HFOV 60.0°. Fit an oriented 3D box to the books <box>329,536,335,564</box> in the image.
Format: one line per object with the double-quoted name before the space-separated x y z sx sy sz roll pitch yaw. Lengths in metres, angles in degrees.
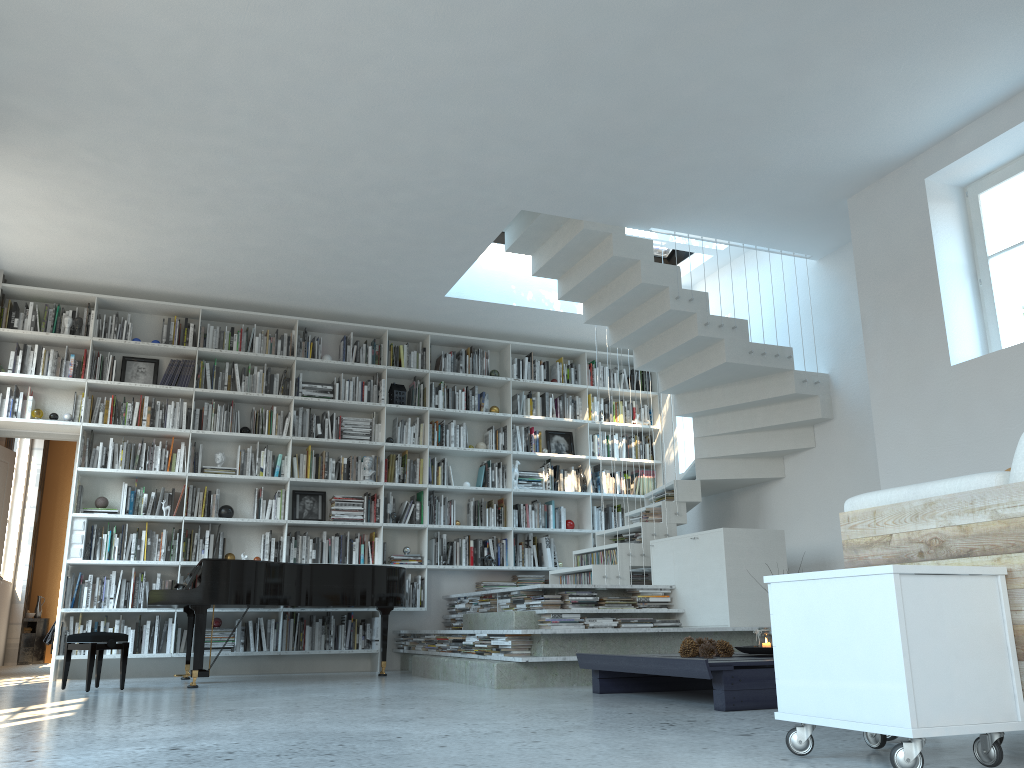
"books" -1.618 1.498 7.945 0.025 0.254 0.136 5 -16 -21

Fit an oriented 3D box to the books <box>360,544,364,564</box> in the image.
"books" -1.366 1.547 8.001 0.023 0.182 0.169 5 -16 -21

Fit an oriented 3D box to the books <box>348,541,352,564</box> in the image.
"books" -1.472 1.527 7.969 0.024 0.206 0.183 5 -16 -21

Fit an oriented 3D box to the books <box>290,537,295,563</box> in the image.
"books" -1.942 1.469 7.786 0.027 0.233 0.168 5 -16 -21

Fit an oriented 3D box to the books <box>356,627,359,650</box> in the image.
"books" -1.380 2.242 7.825 0.024 0.190 0.155 5 -16 -21

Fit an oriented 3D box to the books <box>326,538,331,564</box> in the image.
"books" -1.639 1.500 7.919 0.031 0.236 0.159 5 -16 -21

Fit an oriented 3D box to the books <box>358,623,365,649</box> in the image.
"books" -1.336 2.229 7.848 0.028 0.227 0.162 5 -16 -21

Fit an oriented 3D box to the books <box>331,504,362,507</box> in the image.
"books" -1.507 1.118 8.075 0.254 0.012 0.161 6 -17 -24

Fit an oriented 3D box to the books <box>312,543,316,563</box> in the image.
"books" -1.766 1.508 7.842 0.029 0.183 0.175 5 -16 -21

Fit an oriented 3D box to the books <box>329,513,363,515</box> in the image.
"books" -1.508 1.189 8.061 0.285 0.012 0.160 5 -16 -20

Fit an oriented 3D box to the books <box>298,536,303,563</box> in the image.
"books" -1.879 1.475 7.837 0.024 0.247 0.132 5 -16 -21

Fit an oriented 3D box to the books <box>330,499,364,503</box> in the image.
"books" -1.509 1.071 8.090 0.285 0.012 0.160 5 -16 -19

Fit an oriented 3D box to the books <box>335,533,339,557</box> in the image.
"books" -1.575 1.486 7.963 0.014 0.285 0.135 5 -16 -21

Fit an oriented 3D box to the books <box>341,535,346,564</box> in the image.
"books" -1.527 1.494 7.953 0.028 0.263 0.162 5 -16 -21

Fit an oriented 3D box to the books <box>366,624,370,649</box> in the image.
"books" -1.293 2.234 7.848 0.029 0.217 0.191 5 -16 -21

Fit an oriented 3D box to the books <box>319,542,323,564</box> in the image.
"books" -1.704 1.509 7.873 0.023 0.196 0.165 5 -16 -21

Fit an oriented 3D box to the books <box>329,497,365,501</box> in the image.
"books" -1.506 1.058 8.087 0.285 0.012 0.160 7 -17 -26

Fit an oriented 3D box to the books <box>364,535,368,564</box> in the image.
"books" -1.338 1.511 8.036 0.026 0.271 0.175 5 -16 -21

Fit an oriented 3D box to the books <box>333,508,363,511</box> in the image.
"books" -1.505 1.152 8.063 0.254 0.012 0.161 7 -17 -26

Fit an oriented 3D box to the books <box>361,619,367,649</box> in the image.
"books" -1.315 2.215 7.851 0.013 0.255 0.177 5 -16 -21

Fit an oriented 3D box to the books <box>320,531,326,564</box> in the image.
"books" -1.687 1.469 7.906 0.026 0.291 0.152 5 -16 -21

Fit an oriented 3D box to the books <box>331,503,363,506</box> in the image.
"books" -1.507 1.106 8.077 0.254 0.012 0.161 7 -17 -25

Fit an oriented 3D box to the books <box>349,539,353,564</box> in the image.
"books" -1.459 1.518 7.989 0.014 0.234 0.154 5 -16 -21

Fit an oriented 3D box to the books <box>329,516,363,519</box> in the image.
"books" -1.505 1.220 8.044 0.285 0.012 0.160 4 -16 -16

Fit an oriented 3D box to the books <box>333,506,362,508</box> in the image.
"books" -1.507 1.130 8.073 0.254 0.012 0.161 5 -16 -18

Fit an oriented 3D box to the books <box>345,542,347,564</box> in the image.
"books" -1.509 1.530 7.968 0.021 0.202 0.128 5 -16 -21

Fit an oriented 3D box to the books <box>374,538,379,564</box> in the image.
"books" -1.245 1.528 8.053 0.033 0.245 0.176 5 -16 -21

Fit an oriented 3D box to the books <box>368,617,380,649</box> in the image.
"books" -1.220 2.200 7.825 0.038 0.268 0.278 5 -16 -21

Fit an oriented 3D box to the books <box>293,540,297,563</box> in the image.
"books" -1.922 1.486 7.803 0.024 0.207 0.170 5 -16 -21

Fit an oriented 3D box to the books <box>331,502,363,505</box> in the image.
"books" -1.508 1.094 8.082 0.254 0.012 0.161 6 -17 -24

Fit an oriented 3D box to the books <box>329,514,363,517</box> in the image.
"books" -1.509 1.201 8.061 0.285 0.012 0.160 5 -17 -21

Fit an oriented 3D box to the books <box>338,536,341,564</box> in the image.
"books" -1.561 1.502 7.957 0.011 0.251 0.158 5 -16 -21

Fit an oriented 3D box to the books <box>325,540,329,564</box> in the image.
"books" -1.666 1.507 7.914 0.025 0.220 0.140 5 -16 -21

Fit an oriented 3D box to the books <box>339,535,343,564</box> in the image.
"books" -1.547 1.496 7.953 0.010 0.260 0.181 5 -16 -21

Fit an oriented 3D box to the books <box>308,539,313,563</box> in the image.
"books" -1.792 1.491 7.841 0.023 0.217 0.175 5 -16 -21

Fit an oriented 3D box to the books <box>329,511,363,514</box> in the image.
"books" -1.508 1.177 8.062 0.285 0.012 0.160 5 -16 -19

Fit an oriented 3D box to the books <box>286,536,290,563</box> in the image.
"books" -1.985 1.465 7.789 0.029 0.243 0.154 5 -16 -21

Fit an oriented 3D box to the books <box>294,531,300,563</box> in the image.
"books" -1.906 1.453 7.838 0.027 0.289 0.141 5 -16 -21

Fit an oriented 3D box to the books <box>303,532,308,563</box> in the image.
"books" -1.830 1.457 7.839 0.013 0.281 0.166 5 -16 -21

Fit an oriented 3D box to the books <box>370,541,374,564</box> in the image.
"books" -1.278 1.540 8.042 0.011 0.216 0.166 5 -16 -21

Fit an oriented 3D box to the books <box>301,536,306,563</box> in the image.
"books" -1.849 1.474 7.830 0.027 0.245 0.179 5 -16 -21

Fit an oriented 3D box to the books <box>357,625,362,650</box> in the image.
"books" -1.355 2.235 7.826 0.022 0.204 0.191 5 -16 -21

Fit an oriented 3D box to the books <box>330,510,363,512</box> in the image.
"books" -1.505 1.163 8.059 0.285 0.012 0.160 4 -16 -16

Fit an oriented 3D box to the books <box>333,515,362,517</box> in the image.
"books" -1.505 1.209 8.047 0.254 0.012 0.161 7 -17 -26

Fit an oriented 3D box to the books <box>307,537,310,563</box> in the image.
"books" -1.821 1.481 7.857 0.021 0.243 0.142 5 -16 -21

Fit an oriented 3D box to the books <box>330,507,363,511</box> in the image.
"books" -1.505 1.140 8.065 0.285 0.012 0.160 4 -16 -16

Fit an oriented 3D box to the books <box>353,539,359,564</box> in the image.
"books" -1.415 1.519 7.994 0.023 0.234 0.175 5 -16 -21

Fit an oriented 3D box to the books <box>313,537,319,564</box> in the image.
"books" -1.742 1.486 7.866 0.029 0.237 0.166 5 -16 -21

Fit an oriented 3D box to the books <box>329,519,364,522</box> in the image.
"books" -1.504 1.244 8.038 0.285 0.012 0.160 7 -17 -26

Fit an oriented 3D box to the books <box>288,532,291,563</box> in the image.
"books" -1.964 1.450 7.794 0.011 0.274 0.146 5 -16 -21

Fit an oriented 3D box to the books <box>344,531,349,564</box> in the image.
"books" -1.491 1.483 7.976 0.012 0.296 0.178 5 -16 -21

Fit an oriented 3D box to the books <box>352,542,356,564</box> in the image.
"books" -1.437 1.532 7.982 0.023 0.204 0.167 5 -16 -21

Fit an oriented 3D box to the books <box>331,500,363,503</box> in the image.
"books" -1.507 1.082 8.083 0.254 0.012 0.161 7 -17 -25

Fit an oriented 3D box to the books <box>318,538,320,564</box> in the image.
"books" -1.726 1.494 7.882 0.013 0.229 0.139 5 -16 -21

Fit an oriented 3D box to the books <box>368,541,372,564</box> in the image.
"books" -1.302 1.540 8.031 0.042 0.211 0.169 5 -16 -21

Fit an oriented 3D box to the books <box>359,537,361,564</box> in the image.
"books" -1.392 1.517 8.026 0.014 0.255 0.145 5 -16 -21

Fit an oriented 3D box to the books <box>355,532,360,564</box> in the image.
"books" -1.403 1.495 8.019 0.014 0.293 0.138 5 -16 -21

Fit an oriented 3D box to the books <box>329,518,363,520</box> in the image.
"books" -1.508 1.234 8.049 0.285 0.012 0.160 6 -17 -22

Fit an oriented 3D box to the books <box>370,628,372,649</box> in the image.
"books" -1.273 2.257 7.864 0.023 0.181 0.149 5 -16 -21

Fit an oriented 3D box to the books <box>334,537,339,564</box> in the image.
"books" -1.585 1.498 7.929 0.026 0.244 0.191 5 -16 -21
